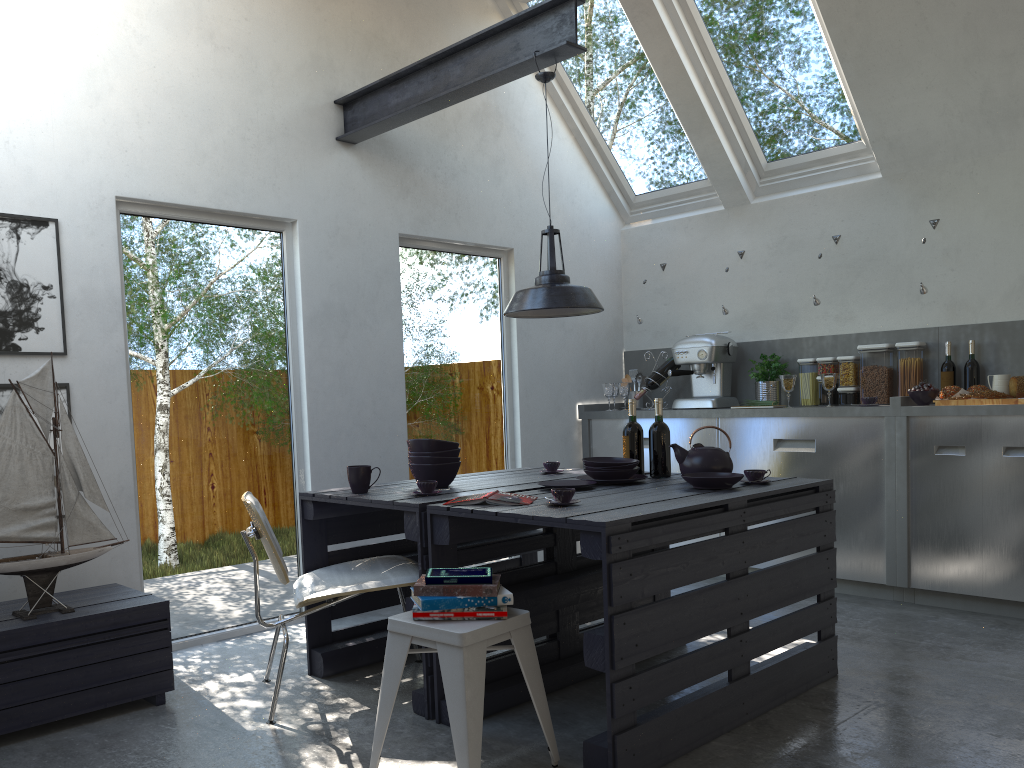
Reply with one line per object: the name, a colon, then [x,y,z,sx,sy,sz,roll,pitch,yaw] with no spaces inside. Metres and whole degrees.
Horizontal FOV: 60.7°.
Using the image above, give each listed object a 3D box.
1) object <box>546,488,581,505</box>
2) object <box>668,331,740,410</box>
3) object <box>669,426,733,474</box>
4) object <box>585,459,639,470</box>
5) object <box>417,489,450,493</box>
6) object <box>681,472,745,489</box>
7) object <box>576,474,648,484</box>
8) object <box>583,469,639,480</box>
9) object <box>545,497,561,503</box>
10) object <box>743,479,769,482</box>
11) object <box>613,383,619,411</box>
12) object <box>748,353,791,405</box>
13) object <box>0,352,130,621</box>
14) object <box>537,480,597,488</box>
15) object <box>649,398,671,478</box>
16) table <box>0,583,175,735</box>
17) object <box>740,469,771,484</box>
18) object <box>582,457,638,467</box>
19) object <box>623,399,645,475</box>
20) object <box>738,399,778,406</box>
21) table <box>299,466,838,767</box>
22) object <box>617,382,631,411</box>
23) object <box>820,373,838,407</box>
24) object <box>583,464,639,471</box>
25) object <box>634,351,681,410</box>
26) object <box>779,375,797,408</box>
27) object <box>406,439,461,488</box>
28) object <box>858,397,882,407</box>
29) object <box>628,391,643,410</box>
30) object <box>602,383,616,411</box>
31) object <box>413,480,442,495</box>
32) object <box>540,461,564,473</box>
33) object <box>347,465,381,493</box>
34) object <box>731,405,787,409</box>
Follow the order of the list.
object: [0.175,0.382,2.974,0.109,0.056,0.123,-2,0,-37]
object: [1.242,-0.087,5.692,0.401,0.502,0.380,-3,3,-45]
object: [0.791,0.288,3.580,0.205,0.233,0.225,-3,2,-42]
object: [0.417,0.352,3.668,0.214,0.063,0.243,-1,-1,-40]
object: [-0.311,0.423,3.461,0.130,0.013,0.028,-2,0,-5]
object: [0.763,0.369,3.329,0.228,0.047,0.230,-2,-1,-4]
object: [0.418,0.401,3.670,0.289,0.024,0.302,-2,-1,-13]
object: [0.415,0.380,3.668,0.228,0.047,0.230,-2,-1,-4]
object: [0.135,0.400,2.994,0.027,0.013,0.136,-2,-1,-21]
object: [0.952,0.379,3.397,0.125,0.013,0.029,-1,0,-31]
object: [0.718,0.091,6.137,0.102,0.192,0.094,-1,3,17]
object: [1.599,-0.024,5.474,0.248,0.343,0.249,-2,2,-2]
object: [-1.821,0.375,3.261,0.740,0.994,0.149,-4,4,-44]
object: [0.220,0.405,3.503,0.220,0.019,0.248,-1,-1,-40]
object: [0.644,0.234,3.821,0.089,0.346,0.092,-2,3,-11]
table: [-1.851,1.075,3.368,0.868,0.417,0.557,-2,0,-44]
object: [0.954,0.363,3.437,0.123,0.056,0.109,-2,0,38]
object: [0.410,0.340,3.670,0.215,0.058,0.243,-1,-1,-45]
object: [0.542,0.239,3.913,0.090,0.346,0.092,-2,3,-6]
object: [1.467,0.116,5.280,0.134,0.053,0.290,-2,-1,-30]
table: [0.204,0.816,3.632,1.412,0.800,1.702,-2,0,-44]
object: [0.773,0.087,5.995,0.094,0.192,0.102,-3,3,-22]
object: [1.821,0.035,5.022,0.104,0.192,0.092,0,3,34]
object: [0.416,0.365,3.665,0.215,0.063,0.242,-1,-1,-40]
object: [0.963,-0.024,5.969,0.323,0.395,0.239,-2,2,-14]
object: [1.599,0.043,5.059,0.100,0.192,0.097,-1,3,5]
object: [-0.333,0.336,3.752,0.200,0.215,0.205,-3,2,-43]
object: [1.946,0.097,4.762,0.110,0.056,0.122,-2,0,-29]
object: [0.883,0.116,6.249,0.106,0.132,0.107,-2,2,-3]
object: [0.667,0.091,6.010,0.104,0.192,0.092,1,4,39]
object: [-0.332,0.406,3.426,0.123,0.056,0.109,-2,0,33]
object: [0.192,0.402,4.220,0.123,0.056,0.109,-2,0,33]
object: [-0.617,0.392,3.596,0.137,0.110,0.094,-1,2,37]
object: [1.484,0.139,5.267,0.278,0.012,0.170,-3,-1,43]
